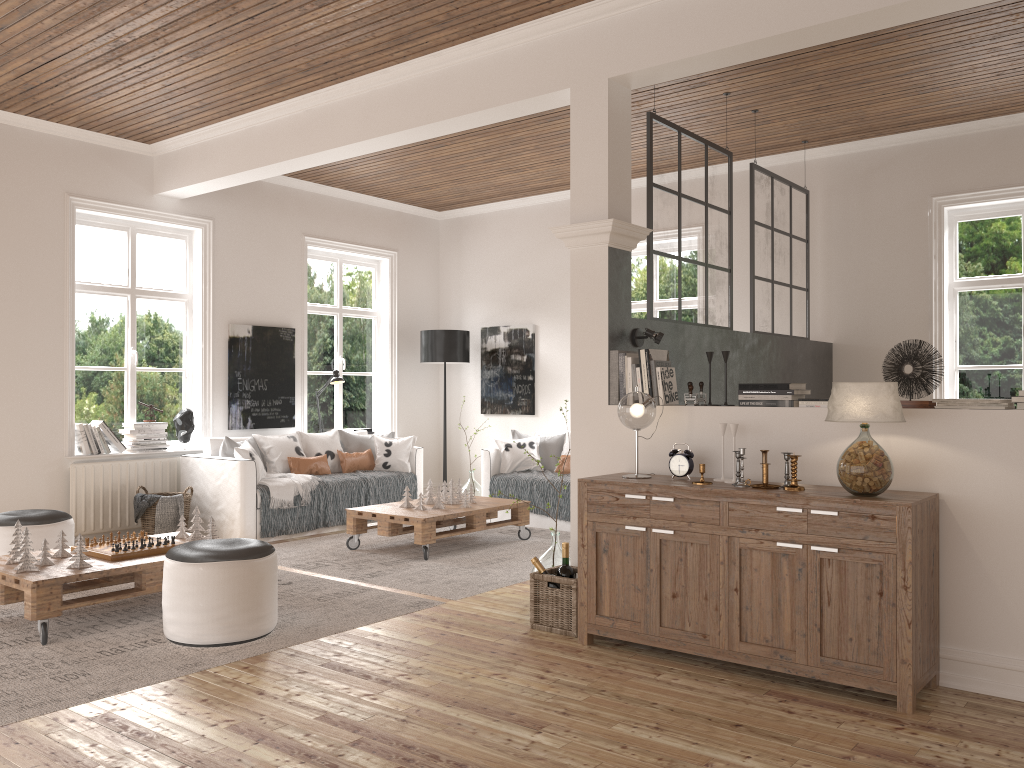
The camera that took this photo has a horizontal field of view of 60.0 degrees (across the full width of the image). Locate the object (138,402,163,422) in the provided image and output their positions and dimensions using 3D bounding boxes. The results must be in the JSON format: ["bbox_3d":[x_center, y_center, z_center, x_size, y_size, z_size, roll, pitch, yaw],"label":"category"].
[{"bbox_3d":[-2.889,0.218,7.092,0.177,0.161,0.092,0,0,6],"label":"object"}]

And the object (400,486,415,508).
[{"bbox_3d":[-0.762,0.819,6.461,0.088,0.161,0.093,0,-1,-42],"label":"object"}]

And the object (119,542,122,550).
[{"bbox_3d":[-2.014,0.833,4.560,0.017,0.037,0.017,0,-1,-32],"label":"object"}]

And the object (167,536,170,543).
[{"bbox_3d":[-1.848,0.835,4.765,0.017,0.037,0.017,0,-1,-32],"label":"object"}]

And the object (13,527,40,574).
[{"bbox_3d":[-2.293,0.777,4.190,0.106,0.208,0.107,0,-1,-36],"label":"object"}]

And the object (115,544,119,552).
[{"bbox_3d":[-2.003,0.831,4.496,0.019,0.040,0.019,0,-1,34],"label":"object"}]

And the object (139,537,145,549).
[{"bbox_3d":[-1.920,0.822,4.602,0.025,0.058,0.025,0,0,-7],"label":"object"}]

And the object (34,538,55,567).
[{"bbox_3d":[-2.281,0.817,4.325,0.076,0.132,0.072,0,-1,39],"label":"object"}]

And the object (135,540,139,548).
[{"bbox_3d":[-1.957,0.833,4.626,0.017,0.037,0.017,0,-1,-32],"label":"object"}]

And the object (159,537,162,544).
[{"bbox_3d":[-1.877,0.834,4.730,0.017,0.037,0.017,0,-1,-32],"label":"object"}]

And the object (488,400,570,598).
[{"bbox_3d":[0.118,0.641,4.865,0.515,1.117,0.275,0,0,5],"label":"object"}]

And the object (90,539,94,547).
[{"bbox_3d":[-2.208,0.834,4.660,0.017,0.037,0.017,0,-1,-32],"label":"object"}]

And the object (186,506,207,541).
[{"bbox_3d":[-1.777,0.786,5.011,0.111,0.204,0.118,0,-1,-28],"label":"object"}]

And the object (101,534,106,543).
[{"bbox_3d":[-2.191,0.830,4.756,0.022,0.047,0.022,0,0,-20],"label":"object"}]

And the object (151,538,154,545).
[{"bbox_3d":[-1.904,0.834,4.695,0.017,0.037,0.017,0,-1,-32],"label":"object"}]

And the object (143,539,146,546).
[{"bbox_3d":[-1.931,0.834,4.662,0.017,0.037,0.017,0,-1,-32],"label":"object"}]

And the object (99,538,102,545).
[{"bbox_3d":[-2.180,0.835,4.697,0.017,0.037,0.017,0,-1,-32],"label":"object"}]

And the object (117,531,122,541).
[{"bbox_3d":[-2.138,0.826,4.826,0.025,0.055,0.025,0,0,-20],"label":"object"}]

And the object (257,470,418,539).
[{"bbox_3d":[-1.599,0.968,7.503,0.651,0.423,1.680,0,-1,39],"label":"object"}]

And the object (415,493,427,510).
[{"bbox_3d":[-0.653,0.837,6.348,0.068,0.124,0.072,0,0,23],"label":"object"}]

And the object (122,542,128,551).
[{"bbox_3d":[-1.977,0.829,4.532,0.026,0.044,0.026,0,0,-7],"label":"object"}]

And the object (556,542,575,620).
[{"bbox_3d":[0.267,0.979,4.412,0.095,0.377,0.095,0,0,-16],"label":"object"}]

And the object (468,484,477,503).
[{"bbox_3d":[-0.311,0.828,6.734,0.075,0.147,0.075,0,0,-20],"label":"object"}]

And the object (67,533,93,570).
[{"bbox_3d":[-2.078,0.799,4.262,0.085,0.166,0.085,0,-1,24],"label":"object"}]

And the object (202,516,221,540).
[{"bbox_3d":[-1.654,0.807,4.882,0.082,0.160,0.082,0,-1,27],"label":"object"}]

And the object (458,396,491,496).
[{"bbox_3d":[-0.293,0.671,8.669,0.515,1.117,0.275,0,-1,-35],"label":"object"}]

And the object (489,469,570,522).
[{"bbox_3d":[0.652,0.926,7.438,1.704,0.390,0.656,0,-1,38],"label":"object"}]

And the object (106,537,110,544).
[{"bbox_3d":[-2.155,0.835,4.730,0.017,0.037,0.017,0,-1,-32],"label":"object"}]

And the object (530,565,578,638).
[{"bbox_3d":[0.277,1.051,4.321,0.276,0.270,0.276,0,-1,38],"label":"object"}]

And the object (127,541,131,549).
[{"bbox_3d":[-1.985,0.833,4.596,0.017,0.037,0.017,0,-1,-32],"label":"object"}]

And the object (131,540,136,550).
[{"bbox_3d":[-1.949,0.828,4.566,0.022,0.047,0.022,0,0,6],"label":"object"}]

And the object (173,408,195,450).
[{"bbox_3d":[-2.706,0.371,7.321,0.171,0.340,0.177,0,0,-16],"label":"object"}]

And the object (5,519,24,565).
[{"bbox_3d":[-2.449,0.777,4.398,0.108,0.213,0.109,0,-1,-27],"label":"object"}]

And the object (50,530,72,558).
[{"bbox_3d":[-2.300,0.814,4.527,0.082,0.141,0.077,0,0,20],"label":"object"}]

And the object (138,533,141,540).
[{"bbox_3d":[-2.043,0.836,4.866,0.017,0.037,0.017,0,-1,-32],"label":"object"}]

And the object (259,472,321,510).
[{"bbox_3d":[-1.880,0.830,7.164,0.729,0.255,0.588,0,-1,42],"label":"object"}]

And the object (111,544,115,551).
[{"bbox_3d":[-2.036,0.833,4.528,0.017,0.037,0.017,0,0,19],"label":"object"}]

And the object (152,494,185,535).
[{"bbox_3d":[-2.609,1.000,6.672,0.290,0.356,0.349,0,0,-23],"label":"object"}]

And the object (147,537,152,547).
[{"bbox_3d":[-1.894,0.824,4.636,0.025,0.055,0.025,0,0,-20],"label":"object"}]

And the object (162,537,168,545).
[{"bbox_3d":[-1.841,0.831,4.706,0.026,0.044,0.026,0,0,-7],"label":"object"}]

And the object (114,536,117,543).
[{"bbox_3d":[-2.129,0.835,4.764,0.017,0.037,0.017,0,-1,-32],"label":"object"}]

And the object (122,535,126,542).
[{"bbox_3d":[-2.100,0.835,4.799,0.017,0.037,0.017,0,-1,-32],"label":"object"}]

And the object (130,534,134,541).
[{"bbox_3d":[-2.071,0.836,4.833,0.017,0.037,0.017,0,-1,-32],"label":"object"}]

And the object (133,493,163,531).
[{"bbox_3d":[-2.663,0.983,6.650,0.303,0.332,0.367,0,-1,29],"label":"object"}]

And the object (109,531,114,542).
[{"bbox_3d":[-2.164,0.825,4.790,0.025,0.058,0.025,0,0,-7],"label":"object"}]

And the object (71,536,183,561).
[{"bbox_3d":[-2.029,0.871,4.714,0.429,0.036,0.429,0,-1,38],"label":"object"}]

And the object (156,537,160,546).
[{"bbox_3d":[-1.866,0.829,4.672,0.022,0.047,0.022,0,0,-20],"label":"object"}]

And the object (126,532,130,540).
[{"bbox_3d":[-2.106,0.831,4.863,0.022,0.047,0.022,0,0,-20],"label":"object"}]

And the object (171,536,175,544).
[{"bbox_3d":[-1.811,0.833,4.739,0.019,0.040,0.019,0,0,-18],"label":"object"}]

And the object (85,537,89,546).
[{"bbox_3d":[-2.245,0.833,4.687,0.019,0.040,0.019,0,-1,34],"label":"object"}]

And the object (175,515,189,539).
[{"bbox_3d":[-1.904,0.821,5.122,0.079,0.137,0.075,0,0,-3],"label":"object"}]

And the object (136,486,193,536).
[{"bbox_3d":[-2.628,0.988,6.712,0.393,0.432,0.393,0,-1,-30],"label":"object"}]
